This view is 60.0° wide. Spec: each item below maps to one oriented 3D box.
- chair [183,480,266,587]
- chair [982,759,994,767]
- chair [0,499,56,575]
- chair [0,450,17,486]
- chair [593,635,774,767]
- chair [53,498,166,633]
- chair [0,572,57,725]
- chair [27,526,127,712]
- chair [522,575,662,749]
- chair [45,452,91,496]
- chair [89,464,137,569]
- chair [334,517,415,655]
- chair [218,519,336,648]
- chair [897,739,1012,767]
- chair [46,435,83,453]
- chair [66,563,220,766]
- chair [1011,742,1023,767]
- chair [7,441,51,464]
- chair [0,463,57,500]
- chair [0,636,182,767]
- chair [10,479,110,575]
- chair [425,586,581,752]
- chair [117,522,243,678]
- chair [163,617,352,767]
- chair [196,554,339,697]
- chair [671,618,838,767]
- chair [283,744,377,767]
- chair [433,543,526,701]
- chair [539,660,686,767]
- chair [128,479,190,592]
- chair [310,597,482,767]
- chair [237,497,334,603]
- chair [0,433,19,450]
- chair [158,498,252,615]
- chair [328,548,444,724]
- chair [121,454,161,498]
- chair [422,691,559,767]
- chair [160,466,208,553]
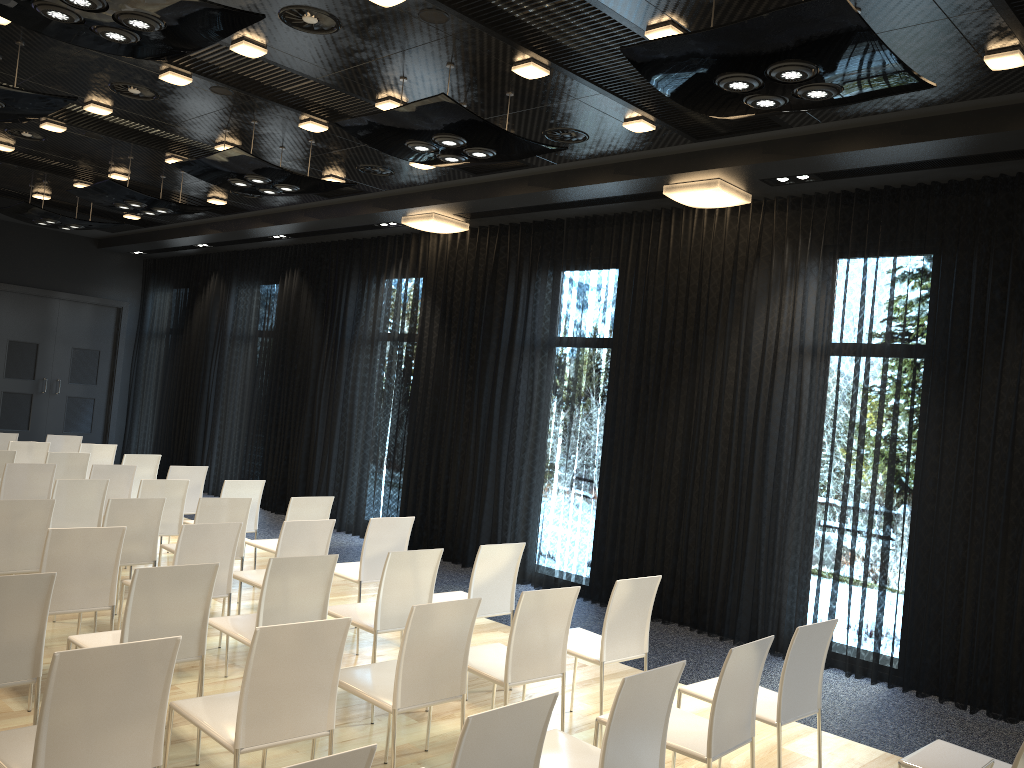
[{"bbox_3d":[-2.376,1.189,7.270,0.548,0.872,0.420,4,-2,41],"label":"chair"},{"bbox_3d":[0.900,1.385,2.358,0.548,0.872,0.420,4,-2,43],"label":"chair"},{"bbox_3d":[-3.020,1.074,5.189,0.548,0.872,0.420,4,-2,40],"label":"chair"},{"bbox_3d":[-4.643,0.979,7.690,0.548,0.872,0.420,4,-2,41],"label":"chair"},{"bbox_3d":[0.669,1.391,3.510,0.548,0.872,0.420,4,-2,40],"label":"chair"},{"bbox_3d":[-2.573,1.130,5.692,0.548,0.872,0.420,4,-2,41],"label":"chair"},{"bbox_3d":[-2.093,1.119,3.406,0.548,0.872,0.420,4,-2,43],"label":"chair"},{"bbox_3d":[-2.312,1.126,4.542,0.420,0.872,0.548,7,-2,-45],"label":"chair"},{"bbox_3d":[0.416,1.395,4.639,0.420,0.872,0.548,7,-2,-44],"label":"chair"},{"bbox_3d":[-4.200,1.033,8.116,0.548,0.872,0.420,4,-2,43],"label":"chair"},{"bbox_3d":[-3.505,1.084,7.469,0.548,0.872,0.420,4,-2,42],"label":"chair"},{"bbox_3d":[-1.008,1.289,5.954,0.548,0.872,0.420,4,-2,44],"label":"chair"},{"bbox_3d":[-1.443,1.235,5.478,0.548,0.872,0.420,4,-2,43],"label":"chair"},{"bbox_3d":[1.805,1.497,3.331,0.420,0.872,0.548,7,-2,-45],"label":"chair"},{"bbox_3d":[-5.147,0.986,9.935,0.548,0.872,0.420,4,-2,44],"label":"chair"},{"bbox_3d":[-1.624,1.177,3.874,0.548,0.872,0.420,4,-2,44],"label":"chair"},{"bbox_3d":[1.364,1.441,2.820,0.420,0.872,0.548,7,-2,-44],"label":"chair"},{"bbox_3d":[-4.909,0.981,8.791,0.548,0.872,0.420,4,-2,45],"label":"chair"},{"bbox_3d":[-3.933,1.030,6.987,0.548,0.872,0.420,4,-2,42],"label":"chair"},{"bbox_3d":[-1.370,1.173,2.746,0.548,0.872,0.420,4,-2,43],"label":"chair"},{"bbox_3d":[-3.232,1.082,6.347,0.548,0.872,0.420,4,-2,41],"label":"chair"},{"bbox_3d":[-0.040,1.338,4.156,0.420,0.872,0.548,7,-2,-42],"label":"chair"},{"bbox_3d":[-1.878,1.181,5.017,0.548,0.872,0.420,4,-2,40],"label":"chair"},{"bbox_3d":[-0.922,1.228,3.192,0.420,0.872,0.548,7,-2,-43],"label":"chair"},{"bbox_3d":[-1.198,1.230,4.355,0.420,0.872,0.548,7,-2,-44],"label":"chair"},{"bbox_3d":[1.089,1.444,3.985,0.420,0.872,0.548,7,-2,-44],"label":"chair"},{"bbox_3d":[-0.668,1.224,2.064,0.548,0.872,0.420,4,-2,44],"label":"chair"},{"bbox_3d":[-0.278,1.344,5.301,0.548,0.872,0.420,4,-2,45],"label":"chair"},{"bbox_3d":[0.227,1.336,3.027,0.548,0.872,0.420,4,-2,42],"label":"chair"},{"bbox_3d":[-2.811,1.135,6.808,0.420,0.872,0.548,7,-2,-44],"label":"chair"},{"bbox_3d":[-0.482,1.284,3.702,0.548,0.872,0.420,4,-2,45],"label":"chair"},{"bbox_3d":[-1.681,1.241,6.623,0.548,0.872,0.420,4,-2,43],"label":"chair"},{"bbox_3d":[-5.596,0.930,9.445,0.548,0.872,0.420,4,-2,43],"label":"chair"},{"bbox_3d":[-2.130,1.184,6.132,0.420,0.872,0.548,7,-2,-41],"label":"chair"},{"bbox_3d":[-0.727,1.288,4.810,0.548,0.872,0.420,4,-2,45],"label":"chair"},{"bbox_3d":[-3.750,1.088,8.578,0.548,0.872,0.420,4,-2,39],"label":"chair"},{"bbox_3d":[-0.228,1.279,2.559,0.548,0.872,0.420,4,-2,42],"label":"chair"},{"bbox_3d":[-3.077,1.138,7.938,0.548,0.872,0.420,4,-2,39],"label":"chair"}]
